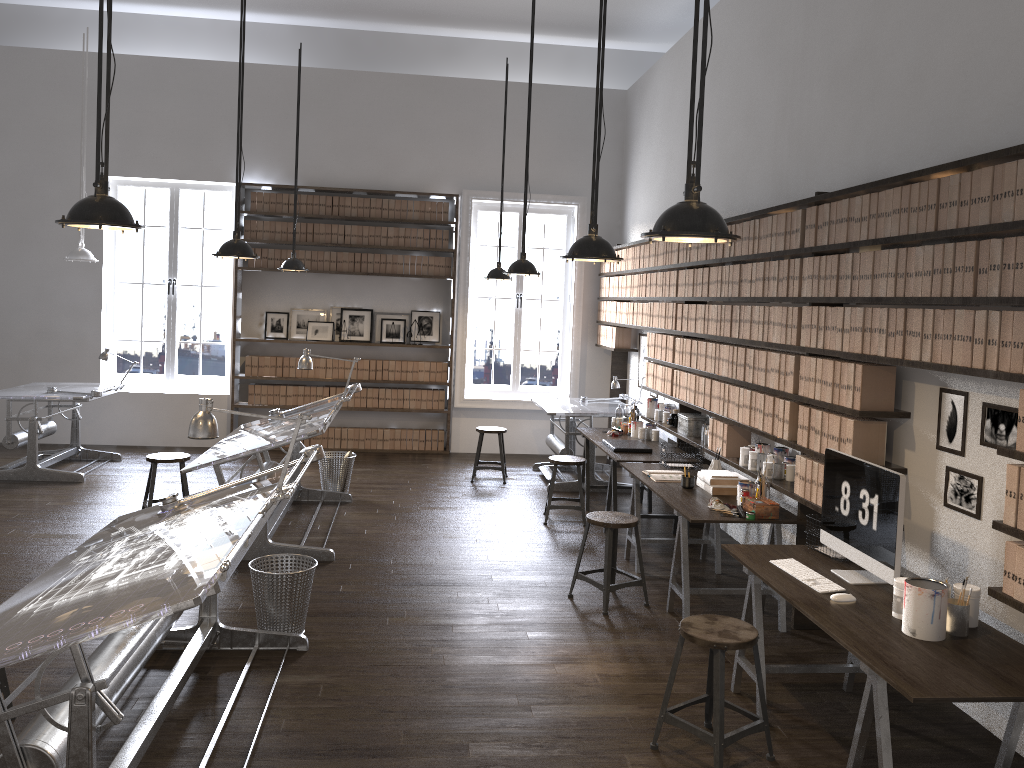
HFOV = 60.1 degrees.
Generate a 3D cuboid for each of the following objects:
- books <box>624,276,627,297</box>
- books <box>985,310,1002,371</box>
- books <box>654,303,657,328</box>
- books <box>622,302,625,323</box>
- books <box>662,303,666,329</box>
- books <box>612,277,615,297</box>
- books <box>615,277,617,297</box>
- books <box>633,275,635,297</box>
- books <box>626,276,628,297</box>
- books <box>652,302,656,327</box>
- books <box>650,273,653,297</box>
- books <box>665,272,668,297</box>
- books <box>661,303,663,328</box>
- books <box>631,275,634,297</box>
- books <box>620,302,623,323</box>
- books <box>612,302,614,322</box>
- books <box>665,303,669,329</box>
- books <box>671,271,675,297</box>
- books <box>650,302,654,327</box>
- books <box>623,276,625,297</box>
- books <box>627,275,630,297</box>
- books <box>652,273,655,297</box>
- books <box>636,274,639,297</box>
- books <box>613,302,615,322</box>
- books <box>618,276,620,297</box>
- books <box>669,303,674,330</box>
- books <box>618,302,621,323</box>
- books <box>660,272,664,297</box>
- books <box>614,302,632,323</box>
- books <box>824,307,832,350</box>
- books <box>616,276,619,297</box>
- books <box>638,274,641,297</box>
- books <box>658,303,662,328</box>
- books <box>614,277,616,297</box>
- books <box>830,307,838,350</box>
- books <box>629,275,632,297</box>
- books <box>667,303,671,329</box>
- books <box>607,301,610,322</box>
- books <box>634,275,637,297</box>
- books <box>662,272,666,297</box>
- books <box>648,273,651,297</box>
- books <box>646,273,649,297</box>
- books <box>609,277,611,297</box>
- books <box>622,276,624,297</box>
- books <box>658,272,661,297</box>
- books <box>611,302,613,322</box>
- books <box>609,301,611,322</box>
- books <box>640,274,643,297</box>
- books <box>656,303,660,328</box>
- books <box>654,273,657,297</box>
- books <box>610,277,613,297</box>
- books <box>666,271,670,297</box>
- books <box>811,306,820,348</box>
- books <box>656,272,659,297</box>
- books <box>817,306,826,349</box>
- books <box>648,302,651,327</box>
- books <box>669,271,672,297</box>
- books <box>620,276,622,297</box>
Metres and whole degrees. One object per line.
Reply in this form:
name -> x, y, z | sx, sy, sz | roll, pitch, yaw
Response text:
books -> 1.246, -0.995, 9.084 | 0.174, 0.225, 0.067 | 2, 3, -7
books -> 1.882, -0.160, 3.320 | 0.174, 0.225, 0.067 | 2, 3, -6
books -> 1.371, -0.613, 7.920 | 0.174, 0.225, 0.067 | 2, 3, -7
books -> 1.232, -0.729, 9.177 | 0.174, 0.225, 0.067 | 2, 3, -6
books -> 1.396, -0.586, 7.649 | 0.174, 0.225, 0.067 | 2, 3, -6
books -> 1.184, -1.050, 9.638 | 0.174, 0.225, 0.067 | 2, 3, -7
books -> 1.205, -1.037, 9.511 | 0.174, 0.225, 0.067 | 2, 3, -7
books -> 1.291, -0.962, 8.745 | 0.174, 0.225, 0.067 | 2, 3, -6
books -> 1.258, -0.989, 9.018 | 0.174, 0.225, 0.067 | 2, 3, -6
books -> 1.365, -0.620, 7.990 | 0.174, 0.225, 0.067 | 2, 3, -7
books -> 1.361, -0.899, 8.105 | 0.174, 0.225, 0.067 | 2, 3, -7
books -> 1.415, -0.852, 7.628 | 0.174, 0.225, 0.067 | 2, 3, -7
books -> 1.393, -0.593, 7.716 | 0.174, 0.225, 0.067 | 2, 3, -7
books -> 1.281, -0.969, 8.814 | 0.174, 0.225, 0.067 | 2, 3, -6
books -> 1.223, -0.736, 9.246 | 0.174, 0.225, 0.067 | 2, 3, -6
books -> 1.181, -0.780, 9.622 | 0.174, 0.225, 0.067 | 2, 3, -6
books -> 1.409, -0.580, 7.583 | 0.174, 0.225, 0.067 | 2, 3, -7
books -> 1.433, -0.833, 7.429 | 0.174, 0.225, 0.067 | 2, 3, -6
books -> 1.353, -0.627, 8.059 | 0.174, 0.225, 0.067 | 2, 3, -6
books -> 1.244, -1.002, 9.151 | 0.174, 0.225, 0.067 | 2, 3, -6
books -> 1.263, -0.983, 8.955 | 0.174, 0.225, 0.067 | 2, 3, -6
books -> 1.369, -0.892, 8.034 | 0.174, 0.225, 0.067 | 2, 3, -7
books -> 1.299, -0.948, 8.603 | 0.174, 0.225, 0.067 | 2, 3, -7
books -> 1.188, -0.773, 9.548 | 0.174, 0.225, 0.067 | 2, 3, -6
books -> 1.221, -1.022, 9.363 | 0.174, 0.225, 0.067 | 2, 3, -7
books -> 1.421, -0.566, 7.442 | 0.174, 0.225, 0.067 | 2, 3, -6
books -> 1.211, -0.743, 9.315 | 0.174, 0.225, 0.067 | 2, 3, -7
books -> 1.394, -0.866, 7.766 | 0.174, 0.225, 0.067 | 2, 3, -6
books -> 1.191, -0.767, 9.485 | 0.174, 0.225, 0.067 | 2, 3, -7
books -> 1.738, -0.290, 4.643 | 0.174, 0.225, 0.067 | 2, 3, -6
books -> 1.207, -1.030, 9.437 | 0.174, 0.225, 0.067 | 2, 3, -6
books -> 1.307, -0.941, 8.531 | 0.174, 0.225, 0.067 | 2, 3, -6
books -> 1.384, -0.599, 7.778 | 0.174, 0.225, 0.067 | 2, 3, -7
books -> 1.195, -1.044, 9.575 | 0.174, 0.225, 0.067 | 2, 3, -6
books -> 1.744, -0.283, 4.573 | 0.174, 0.225, 0.067 | 2, 3, -6
books -> 1.269, -0.976, 8.883 | 0.174, 0.225, 0.067 | 2, 3, -7
books -> 1.417, -0.573, 7.513 | 0.174, 0.225, 0.067 | 2, 3, -7
books -> 1.152, -0.801, 9.832 | 0.174, 0.225, 0.067 | 2, 3, -7
books -> 1.294, -0.955, 8.675 | 0.174, 0.225, 0.067 | 2, 3, -7
books -> 1.406, -0.859, 7.697 | 0.174, 0.225, 0.067 | 2, 3, -7
books -> 1.349, -0.906, 8.174 | 0.174, 0.225, 0.067 | 2, 3, -6
books -> 1.346, -0.913, 8.246 | 0.174, 0.225, 0.067 | 2, 3, -6
books -> 1.171, -1.064, 9.782 | 0.174, 0.225, 0.067 | 2, 3, -6
books -> 1.236, -1.009, 9.222 | 0.174, 0.225, 0.067 | 2, 3, -6
books -> 1.388, -0.873, 7.838 | 0.174, 0.225, 0.067 | 2, 3, -7
books -> 1.175, -0.787, 9.692 | 0.174, 0.225, 0.067 | 2, 3, -6
books -> 1.164, -0.794, 9.761 | 0.174, 0.225, 0.067 | 2, 3, -7
books -> 1.318, -0.935, 8.469 | 0.174, 0.225, 0.067 | 2, 3, -7
books -> 1.375, -0.606, 7.850 | 0.174, 0.225, 0.067 | 2, 3, -6
books -> 1.370, -0.886, 7.967 | 0.174, 0.225, 0.067 | 2, 3, -6
books -> 1.176, -1.057, 9.710 | 0.174, 0.225, 0.067 | 2, 3, -6
books -> 1.416, -0.845, 7.557 | 0.174, 0.225, 0.067 | 2, 3, -7
books -> 1.715, -0.304, 4.783 | 0.174, 0.225, 0.067 | 2, 3, -7
books -> 1.382, -0.879, 7.901 | 0.174, 0.225, 0.067 | 2, 3, -7
books -> 1.726, -0.297, 4.711 | 0.174, 0.225, 0.067 | 2, 3, -7
books -> 1.342, -0.634, 8.130 | 0.174, 0.225, 0.067 | 2, 3, -6
books -> 1.428, -0.839, 7.492 | 0.174, 0.225, 0.067 | 2, 3, -6
books -> 1.224, -1.016, 9.292 | 0.174, 0.225, 0.067 | 2, 3, -7
